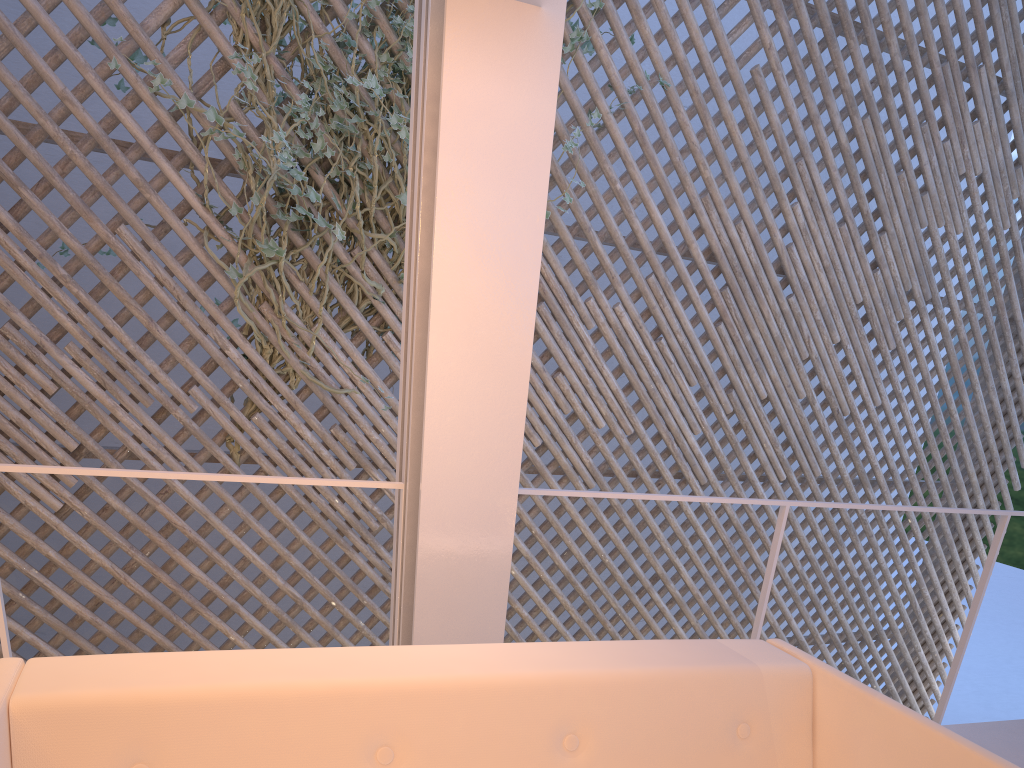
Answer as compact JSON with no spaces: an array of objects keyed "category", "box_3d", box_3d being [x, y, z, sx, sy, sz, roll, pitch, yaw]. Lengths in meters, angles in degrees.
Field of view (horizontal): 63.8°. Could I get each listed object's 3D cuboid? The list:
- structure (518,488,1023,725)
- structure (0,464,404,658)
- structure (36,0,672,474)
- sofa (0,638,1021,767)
[{"category":"structure","box_3d":[0.748,0.533,1.726,1.709,0.621,0.024,4,19,-20]},{"category":"structure","box_3d":[-0.986,0.371,1.079,1.711,0.621,0.024,5,19,-20]},{"category":"structure","box_3d":[-0.138,-1.041,2.400,2.353,2.989,0.661,-1,20,-26]},{"category":"sofa","box_3d":[-0.005,0.530,0.880,0.990,0.408,0.453,4,10,-21]}]
